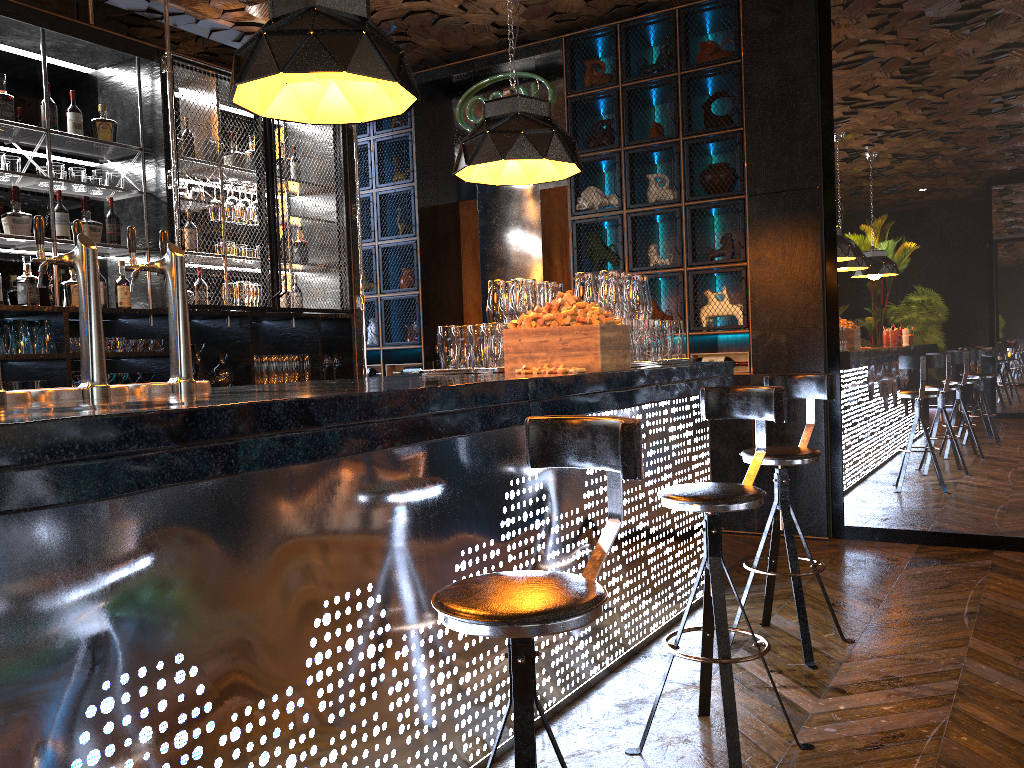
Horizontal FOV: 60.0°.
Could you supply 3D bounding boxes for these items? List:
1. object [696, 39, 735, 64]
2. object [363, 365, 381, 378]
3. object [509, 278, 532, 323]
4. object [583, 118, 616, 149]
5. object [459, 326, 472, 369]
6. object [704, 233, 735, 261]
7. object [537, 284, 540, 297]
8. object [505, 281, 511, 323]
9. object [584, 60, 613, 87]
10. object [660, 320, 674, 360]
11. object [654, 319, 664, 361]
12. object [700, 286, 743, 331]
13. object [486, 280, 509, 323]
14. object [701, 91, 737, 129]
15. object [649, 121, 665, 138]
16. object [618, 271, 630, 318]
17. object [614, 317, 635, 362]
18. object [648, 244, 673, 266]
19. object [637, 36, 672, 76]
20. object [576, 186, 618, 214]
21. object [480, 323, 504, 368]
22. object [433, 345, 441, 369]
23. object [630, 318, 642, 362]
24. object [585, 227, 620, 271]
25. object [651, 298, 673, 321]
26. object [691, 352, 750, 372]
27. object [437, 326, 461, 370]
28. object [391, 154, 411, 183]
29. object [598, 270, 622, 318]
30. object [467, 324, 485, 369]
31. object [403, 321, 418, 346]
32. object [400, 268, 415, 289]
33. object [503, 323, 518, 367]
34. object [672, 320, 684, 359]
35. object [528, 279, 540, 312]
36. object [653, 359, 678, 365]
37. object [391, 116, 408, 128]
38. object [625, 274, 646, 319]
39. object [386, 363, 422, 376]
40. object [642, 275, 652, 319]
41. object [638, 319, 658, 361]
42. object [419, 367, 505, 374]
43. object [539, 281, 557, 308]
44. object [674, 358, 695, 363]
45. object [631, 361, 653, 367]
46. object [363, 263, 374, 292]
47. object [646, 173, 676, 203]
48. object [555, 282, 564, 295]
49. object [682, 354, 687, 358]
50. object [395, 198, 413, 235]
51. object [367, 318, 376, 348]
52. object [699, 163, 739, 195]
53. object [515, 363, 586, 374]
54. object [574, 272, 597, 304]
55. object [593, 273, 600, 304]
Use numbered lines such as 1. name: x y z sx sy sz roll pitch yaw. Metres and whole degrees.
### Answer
1. object: 1.370 -2.203 5.940 0.278 0.222 0.138 -1 2 32
2. object: -1.205 -0.096 7.540 0.396 0.132 0.123 -1 2 32
3. object: 0.036 -0.381 4.081 0.105 0.209 0.105 -3 2 -33
4. object: 0.631 -1.772 6.399 0.253 0.249 0.126 -1 2 31
5. object: -0.225 -0.158 4.039 0.105 0.209 0.105 -3 2 -33
6. object: 1.401 -0.903 5.995 0.212 0.220 0.119 -2 2 16
7. object: 0.126 -0.398 4.478 0.105 0.209 0.105 -3 2 -33
8. object: -0.014 -0.384 4.233 0.105 0.209 0.105 -3 2 -33
9. object: 0.646 -2.205 6.383 0.253 0.249 0.126 -2 2 1
10. object: 0.742 -0.206 4.346 0.105 0.209 0.105 -2 2 7
11. object: 0.660 -0.199 4.163 0.105 0.209 0.105 -3 2 -33
12. object: 1.443 -0.512 5.991 0.341 0.303 0.164 -1 2 37
13. object: -0.068 -0.379 4.134 0.105 0.209 0.105 -3 2 -33
14. object: 1.391 -1.809 5.951 0.249 0.290 0.114 -1 2 32
15. object: 1.023 -1.742 6.206 0.105 0.168 0.210 -1 2 31
16. object: 0.468 -0.393 3.938 0.105 0.209 0.105 -3 2 -33
17. object: 0.473 -0.180 3.816 0.105 0.209 0.105 -3 2 -33
18. object: 1.044 -0.889 6.233 0.183 0.210 0.096 -1 2 34
19. object: 1.009 -2.252 6.172 0.289 0.332 0.152 -1 2 24
20. object: 0.660 -1.323 6.411 0.403 0.221 0.192 -2 2 1
21. object: -0.082 -0.157 3.820 0.105 0.209 0.105 -2 2 7
22. object: -0.606 -0.176 7.220 0.080 0.279 0.080 -3 2 -10
23. object: 0.520 -0.185 3.918 0.105 0.209 0.105 -3 2 -33
24. object: 0.666 -0.964 6.432 0.255 0.356 0.167 -1 2 36
25. object: 1.026 -0.490 6.195 0.208 0.280 0.131 -2 2 13
26. object: 1.404 -0.143 5.917 0.396 0.132 0.123 -1 2 33
27. object: -0.279 -0.153 3.937 0.105 0.209 0.105 -3 2 -33
28. object: -0.881 -1.761 7.307 0.290 0.290 0.097 -1 2 30
29. object: 0.424 -0.389 3.858 0.105 0.209 0.105 -3 2 -33
30. object: -0.143 -0.158 3.928 0.105 0.209 0.105 -3 2 -33
31. object: -0.817 -0.424 7.385 0.107 0.209 0.233 -4 3 -42
32. object: -0.807 -0.862 7.420 0.278 0.222 0.138 -3 2 -29
33. object: -0.015 -0.162 3.906 0.105 0.209 0.105 -2 2 7
34. object: 0.808 -0.211 4.432 0.105 0.209 0.105 -2 2 7
35. object: 0.080 -0.385 4.161 0.105 0.209 0.105 -3 2 -33
36. object: 0.531 -0.098 4.189 0.437 0.019 0.273 -1 2 32
37. object: -0.923 -2.229 7.310 0.198 0.358 0.116 -1 2 32
38. object: 0.564 -0.402 4.103 0.105 0.209 0.105 -3 2 -33
39. object: -0.846 -0.101 7.312 0.396 0.132 0.122 -1 2 32
40. object: 0.608 -0.406 4.183 0.105 0.209 0.105 -3 2 -33
41. object: 0.613 -0.194 4.062 0.105 0.209 0.105 -3 2 -33
42. object: -0.158 -0.062 3.910 0.437 0.019 0.273 -1 2 32
43. object: 0.176 -0.394 4.327 0.105 0.209 0.105 -3 2 -33
44. object: 0.666 -0.111 4.435 0.437 0.019 0.273 -1 2 32
45. object: 0.391 -0.084 3.944 0.437 0.019 0.273 -1 2 32
46. object: -1.180 -0.889 7.611 0.290 0.290 0.097 -3 2 -20
47. object: 1.069 -1.346 6.201 0.253 0.249 0.126 -2 2 1
48. object: 0.220 -0.399 4.407 0.105 0.209 0.105 -3 2 -33
49. object: 1.037 -0.135 6.143 0.396 0.132 0.122 -1 2 32
50. object: -0.870 -1.363 7.363 0.198 0.358 0.116 -2 2 2
51. object: -1.173 -0.439 7.663 0.126 0.249 0.253 -2 2 6
52. object: 1.398 -1.352 5.970 0.265 0.239 0.266 -2 2 10
53. object: 0.143 -0.054 3.325 0.198 0.045 0.377 -3 2 -20
54. object: 0.320 -0.386 3.911 0.105 0.209 0.105 -3 2 -33
55. object: 0.374 -0.392 4.009 0.105 0.209 0.105 -3 2 -33
